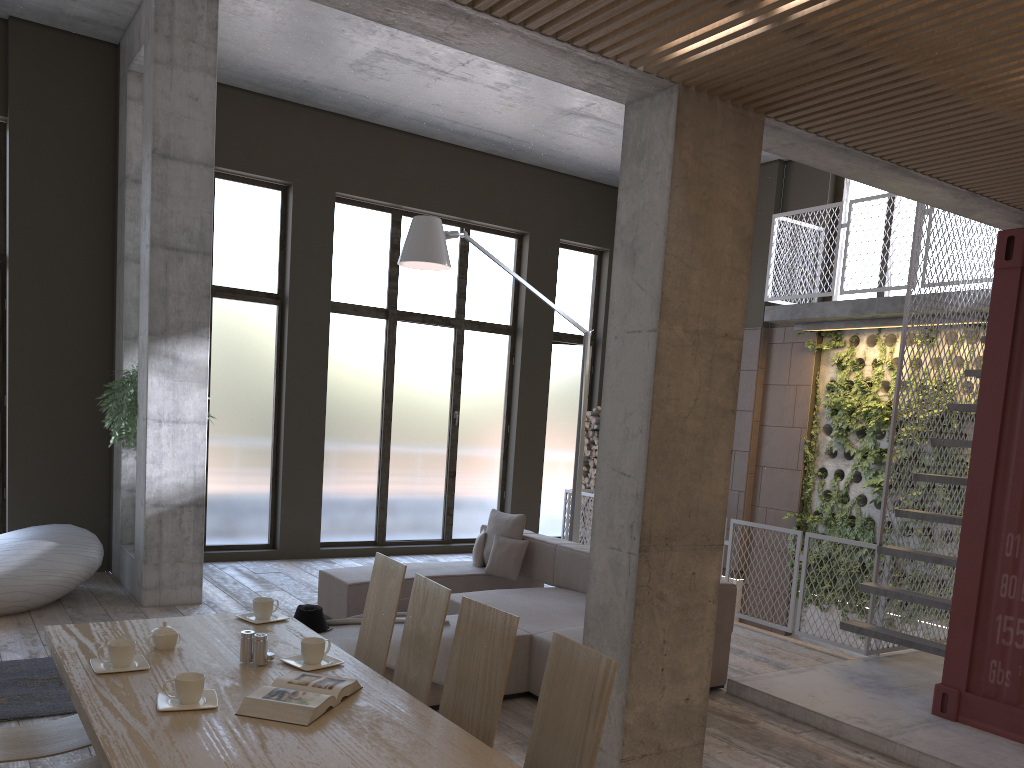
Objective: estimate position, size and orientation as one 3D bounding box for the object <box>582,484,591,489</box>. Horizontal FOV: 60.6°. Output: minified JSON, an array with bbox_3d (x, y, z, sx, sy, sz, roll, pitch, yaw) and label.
[{"bbox_3d":[1.123,1.473,12.495,0.294,0.108,0.097,5,2,-33],"label":"object"}]

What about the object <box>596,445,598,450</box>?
[{"bbox_3d":[1.351,0.891,12.275,0.423,0.073,0.070,5,1,-34],"label":"object"}]

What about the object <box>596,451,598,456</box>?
[{"bbox_3d":[1.368,0.981,12.268,0.438,0.093,0.090,5,1,-34],"label":"object"}]

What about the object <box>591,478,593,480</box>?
[{"bbox_3d":[1.292,1.364,12.384,0.424,0.072,0.066,5,1,-35],"label":"object"}]

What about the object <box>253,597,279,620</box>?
[{"bbox_3d":[-1.125,1.018,3.982,0.093,0.089,0.116,4,1,10],"label":"object"}]

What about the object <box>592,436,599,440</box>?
[{"bbox_3d":[1.307,0.767,12.305,0.364,0.068,0.121,5,-1,-33],"label":"object"}]

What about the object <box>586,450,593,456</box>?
[{"bbox_3d":[1.261,0.987,12.401,0.480,0.085,0.092,5,1,-34],"label":"object"}]

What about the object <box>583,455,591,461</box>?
[{"bbox_3d":[1.175,1.063,12.455,0.480,0.085,0.092,5,1,-34],"label":"object"}]

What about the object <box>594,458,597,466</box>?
[{"bbox_3d":[1.308,1.099,12.271,0.366,0.110,0.087,5,2,-34],"label":"object"}]

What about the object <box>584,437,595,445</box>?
[{"bbox_3d":[1.168,0.811,12.419,0.294,0.108,0.097,5,2,-33],"label":"object"}]

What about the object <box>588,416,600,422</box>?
[{"bbox_3d":[1.245,0.503,12.304,0.363,0.085,0.103,5,1,-34],"label":"object"}]

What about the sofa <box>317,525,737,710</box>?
[{"bbox_3d":[-0.481,1.678,6.692,3.018,0.793,2.970,5,-2,-34],"label":"sofa"}]

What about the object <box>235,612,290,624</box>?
[{"bbox_3d":[-1.130,1.060,3.974,0.184,0.014,0.185,2,-3,43],"label":"object"}]

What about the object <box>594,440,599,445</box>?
[{"bbox_3d":[1.332,0.835,12.289,0.426,0.086,0.066,5,2,-36],"label":"object"}]

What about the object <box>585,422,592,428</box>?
[{"bbox_3d":[1.247,0.592,12.364,0.480,0.084,0.093,5,1,-34],"label":"object"}]

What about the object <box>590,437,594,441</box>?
[{"bbox_3d":[1.253,0.780,12.392,0.360,0.075,0.063,5,2,-35],"label":"object"}]

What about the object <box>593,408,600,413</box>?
[{"bbox_3d":[1.287,0.386,12.318,0.360,0.074,0.064,5,2,-35],"label":"object"}]

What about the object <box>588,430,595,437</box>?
[{"bbox_3d":[1.273,0.710,12.351,0.456,0.090,0.090,5,1,-35],"label":"object"}]

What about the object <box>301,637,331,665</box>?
[{"bbox_3d":[-0.759,1.022,3.361,0.093,0.089,0.116,4,1,10],"label":"object"}]

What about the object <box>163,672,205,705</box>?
[{"bbox_3d":[-1.048,0.987,2.825,0.092,0.089,0.117,5,2,30],"label":"object"}]

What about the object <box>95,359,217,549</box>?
[{"bbox_3d":[-3.395,0.644,8.196,0.995,1.887,0.961,6,5,22],"label":"object"}]

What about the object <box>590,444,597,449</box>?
[{"bbox_3d":[1.276,0.904,12.440,0.363,0.088,0.100,5,1,-34],"label":"object"}]

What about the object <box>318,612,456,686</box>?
[{"bbox_3d":[-1.120,1.730,5.535,1.599,0.508,1.035,4,0,-15],"label":"object"}]

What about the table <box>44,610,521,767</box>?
[{"bbox_3d":[-0.108,1.487,1.803,1.013,0.931,5.140,3,-1,-34],"label":"table"}]

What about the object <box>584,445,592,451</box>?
[{"bbox_3d":[1.210,0.917,12.491,0.438,0.094,0.091,5,1,-34],"label":"object"}]

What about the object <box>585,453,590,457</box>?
[{"bbox_3d":[1.236,0.992,12.405,0.436,0.080,0.113,5,0,-34],"label":"object"}]

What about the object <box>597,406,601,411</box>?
[{"bbox_3d":[1.345,0.351,12.278,0.333,0.056,0.087,5,0,-34],"label":"object"}]

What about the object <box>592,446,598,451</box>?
[{"bbox_3d":[1.322,0.916,12.351,0.436,0.080,0.113,5,0,-34],"label":"object"}]

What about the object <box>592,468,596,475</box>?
[{"bbox_3d":[1.335,1.235,12.294,0.480,0.085,0.092,5,1,-34],"label":"object"}]

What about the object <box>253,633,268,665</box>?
[{"bbox_3d":[-0.940,0.990,3.276,0.052,0.111,0.052,5,5,11],"label":"object"}]

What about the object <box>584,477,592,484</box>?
[{"bbox_3d":[1.228,1.371,12.426,0.456,0.090,0.090,5,1,-35],"label":"object"}]

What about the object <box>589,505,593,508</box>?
[{"bbox_3d":[1.285,1.725,12.409,0.456,0.090,0.090,5,1,-34],"label":"object"}]

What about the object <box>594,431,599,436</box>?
[{"bbox_3d":[1.336,0.702,12.309,0.424,0.072,0.066,5,1,-35],"label":"object"}]

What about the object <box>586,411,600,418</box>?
[{"bbox_3d":[1.191,0.439,12.323,0.292,0.104,0.103,5,2,-34],"label":"object"}]

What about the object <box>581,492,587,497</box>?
[{"bbox_3d":[1.166,1.578,12.566,0.438,0.094,0.091,5,1,-34],"label":"object"}]

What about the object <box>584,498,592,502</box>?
[{"bbox_3d":[1.216,1.648,12.477,0.480,0.085,0.092,5,1,-34],"label":"object"}]

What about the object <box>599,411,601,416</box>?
[{"bbox_3d":[1.367,0.431,12.302,0.295,0.109,0.098,5,2,-33],"label":"object"}]

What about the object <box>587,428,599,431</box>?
[{"bbox_3d":[1.258,0.646,12.367,0.436,0.080,0.113,5,0,-34],"label":"object"}]

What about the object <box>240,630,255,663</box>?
[{"bbox_3d":[-0.995,0.986,3.296,0.052,0.113,0.052,5,5,11],"label":"object"}]

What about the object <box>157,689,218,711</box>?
[{"bbox_3d":[-1.050,1.026,2.838,0.186,0.014,0.183,5,-2,-21],"label":"object"}]

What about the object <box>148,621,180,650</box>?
[{"bbox_3d":[-1.354,0.979,3.418,0.122,0.113,0.088,2,4,-42],"label":"object"}]

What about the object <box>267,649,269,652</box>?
[{"bbox_3d":[-0.954,1.024,3.340,0.051,0.046,0.050,3,2,-15],"label":"object"}]

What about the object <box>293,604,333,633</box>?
[{"bbox_3d":[-1.251,1.449,5.422,0.299,0.171,0.299,4,0,44],"label":"object"}]

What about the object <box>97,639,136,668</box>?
[{"bbox_3d":[-1.409,0.973,3.145,0.093,0.089,0.116,5,1,21],"label":"object"}]

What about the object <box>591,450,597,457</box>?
[{"bbox_3d":[1.323,0.989,12.343,0.456,0.090,0.090,5,1,-34],"label":"object"}]

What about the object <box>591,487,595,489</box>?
[{"bbox_3d":[1.287,1.496,12.365,0.426,0.086,0.066,5,2,-36],"label":"object"}]

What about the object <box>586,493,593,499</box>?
[{"bbox_3d":[1.241,1.582,12.405,0.456,0.090,0.090,5,1,-33],"label":"object"}]

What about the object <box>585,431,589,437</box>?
[{"bbox_3d":[1.197,0.717,12.417,0.480,0.085,0.092,5,1,-34],"label":"object"}]

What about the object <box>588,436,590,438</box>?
[{"bbox_3d":[1.201,0.738,12.423,0.333,0.057,0.088,5,0,-34],"label":"object"}]

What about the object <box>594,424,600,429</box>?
[{"bbox_3d":[1.330,0.605,12.236,0.423,0.068,0.065,5,1,-34],"label":"object"}]

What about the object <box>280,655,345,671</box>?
[{"bbox_3d":[-0.764,1.064,3.353,0.184,0.014,0.185,2,-3,43],"label":"object"}]

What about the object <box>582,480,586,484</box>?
[{"bbox_3d":[1.156,1.399,12.498,0.333,0.057,0.088,5,0,-34],"label":"object"}]

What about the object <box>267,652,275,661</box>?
[{"bbox_3d":[-0.931,1.039,3.344,0.050,0.019,0.051,3,-1,39],"label":"object"}]

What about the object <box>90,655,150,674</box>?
[{"bbox_3d":[-1.413,1.013,3.159,0.186,0.014,0.183,5,-2,-30],"label":"object"}]

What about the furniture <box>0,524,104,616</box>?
[{"bbox_3d":[-4.490,1.608,7.468,1.792,0.820,1.619,4,0,4],"label":"furniture"}]
